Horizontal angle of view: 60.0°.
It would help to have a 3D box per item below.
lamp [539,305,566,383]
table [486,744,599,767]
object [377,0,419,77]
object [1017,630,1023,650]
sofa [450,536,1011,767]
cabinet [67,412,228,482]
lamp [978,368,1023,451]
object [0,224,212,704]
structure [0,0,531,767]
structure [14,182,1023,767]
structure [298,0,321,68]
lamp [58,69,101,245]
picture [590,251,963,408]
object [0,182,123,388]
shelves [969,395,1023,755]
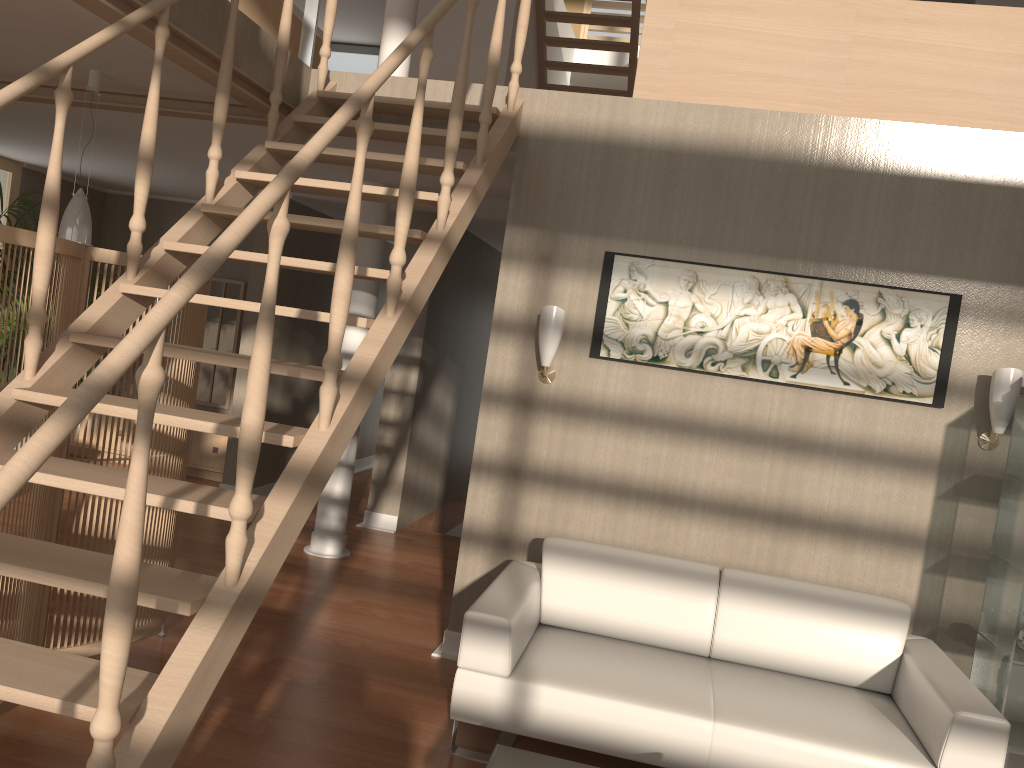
[{"bbox_3d":[0.170,-0.177,4.044,0.112,0.353,0.153,9,2,11],"label":"lamp"},{"bbox_3d":[0.480,1.340,2.249,1.260,0.293,0.700,9,2,11],"label":"table"},{"bbox_3d":[-0.648,-2.758,5.629,0.200,2.400,0.200,9,2,11],"label":"object"},{"bbox_3d":[1.971,0.977,3.359,0.103,0.066,0.103,10,3,30],"label":"object"},{"bbox_3d":[0.747,1.112,3.355,1.781,0.740,0.905,9,2,11],"label":"sofa"},{"bbox_3d":[-3.112,0.502,7.833,1.911,0.458,0.500,9,2,11],"label":"cabinet"},{"bbox_3d":[2.031,0.108,3.692,0.112,0.353,0.153,9,2,11],"label":"lamp"},{"bbox_3d":[-1.642,0.282,2.835,0.233,1.542,2.229,9,3,16],"label":"object"},{"bbox_3d":[-0.849,-0.527,2.708,1.000,3.578,3.150,9,2,11],"label":"structure"},{"bbox_3d":[-0.384,-0.025,4.894,8.342,2.533,10.775,9,2,11],"label":"structure"},{"bbox_3d":[-2.909,-2.215,3.001,3.475,0.900,3.300,9,2,11],"label":"structure"},{"bbox_3d":[-1.968,-1.042,4.086,0.139,0.800,0.139,6,3,-44],"label":"lamp"},{"bbox_3d":[1.136,-0.252,3.922,1.531,0.487,0.018,9,2,11],"label":"picture"},{"bbox_3d":[-3.460,-0.145,5.167,2.109,2.304,2.157,8,2,-1],"label":"object"},{"bbox_3d":[2.022,0.864,3.326,0.400,1.600,0.403,9,2,11],"label":"shelves"}]
